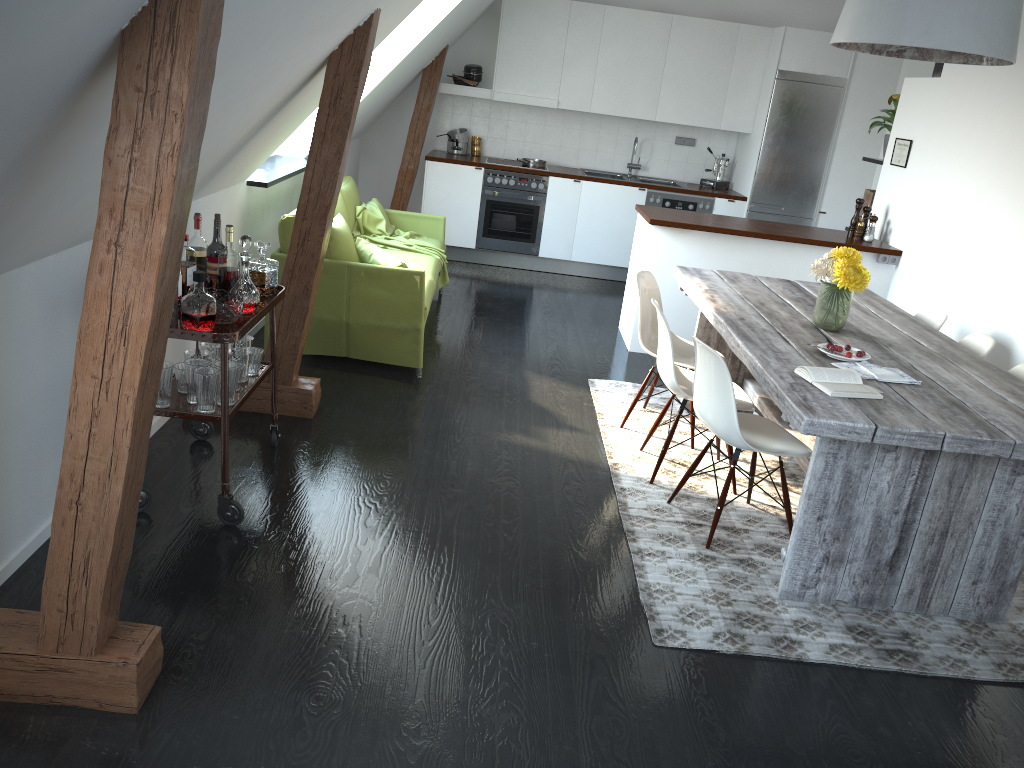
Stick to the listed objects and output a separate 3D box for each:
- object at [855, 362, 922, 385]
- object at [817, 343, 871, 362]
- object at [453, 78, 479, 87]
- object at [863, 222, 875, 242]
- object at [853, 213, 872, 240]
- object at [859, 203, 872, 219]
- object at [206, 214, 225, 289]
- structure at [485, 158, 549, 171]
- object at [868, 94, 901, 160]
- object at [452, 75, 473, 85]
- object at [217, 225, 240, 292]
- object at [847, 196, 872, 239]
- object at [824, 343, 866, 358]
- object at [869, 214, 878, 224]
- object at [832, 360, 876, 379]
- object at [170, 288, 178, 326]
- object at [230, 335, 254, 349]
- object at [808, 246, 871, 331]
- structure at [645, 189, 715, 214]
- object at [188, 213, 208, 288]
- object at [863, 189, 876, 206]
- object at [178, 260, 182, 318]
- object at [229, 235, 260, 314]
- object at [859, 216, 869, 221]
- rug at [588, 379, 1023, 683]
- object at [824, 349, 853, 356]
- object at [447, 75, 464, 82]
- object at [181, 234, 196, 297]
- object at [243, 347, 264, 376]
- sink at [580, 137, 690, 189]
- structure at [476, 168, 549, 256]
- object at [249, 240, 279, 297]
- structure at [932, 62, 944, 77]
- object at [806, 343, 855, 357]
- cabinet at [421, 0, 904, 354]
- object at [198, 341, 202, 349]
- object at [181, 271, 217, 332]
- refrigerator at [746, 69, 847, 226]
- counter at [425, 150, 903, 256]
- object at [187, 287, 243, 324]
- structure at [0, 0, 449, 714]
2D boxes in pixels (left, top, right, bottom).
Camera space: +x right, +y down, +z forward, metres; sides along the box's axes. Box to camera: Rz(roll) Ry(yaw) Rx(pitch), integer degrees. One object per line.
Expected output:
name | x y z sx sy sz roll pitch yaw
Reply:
object | 1.416 -0.041 3.338 0.182 0.016 0.179 5 19 -7
object | 1.314 -0.119 3.519 0.205 0.024 0.205 4 19 -10
object | -0.417 -2.774 8.164 0.243 0.056 0.350 3 19 -13
object | 2.432 -1.033 6.019 0.069 0.135 0.069 -2 21 -26
object | 2.386 -1.079 6.048 0.080 0.192 0.058 1 20 -17
object | 2.797 -1.270 6.613 0.287 0.101 0.329 5 19 -7
object | -1.135 -0.489 3.410 0.080 0.329 0.080 4 19 -11
structure | 0.044 -2.019 8.221 0.574 0.041 0.504 7 19 -2
object | 2.857 -1.872 6.469 0.493 0.486 0.506 13 20 16
object | -0.454 -2.777 8.107 0.065 0.065 0.332 -5 23 -33
object | -1.073 -0.450 3.359 0.081 0.307 0.081 9 19 3
object | 2.403 -1.147 6.113 0.123 0.283 0.061 7 19 -2
object | 1.329 -0.133 3.525 0.132 0.034 0.144 -3 22 -29
object | 2.464 -1.075 6.078 0.058 0.184 0.058 6 19 -6
object | 1.333 -0.055 3.350 0.182 0.014 0.185 -2 21 -27
object | -1.201 -0.287 3.033 0.052 0.182 0.135 20 23 33
object | -1.119 -0.137 3.667 0.095 0.119 0.095 -8 24 -38
object | 1.436 -0.421 3.907 0.233 0.365 0.293 -4 22 -30
structure | 1.483 -1.455 8.337 0.612 0.725 0.582 7 19 -2
object | -1.240 -0.520 3.496 0.081 0.308 0.081 4 19 -10
object | 2.813 -1.368 6.590 0.329 0.101 0.287 10 19 7
object | -1.201 -0.393 3.123 0.073 0.320 0.073 4 19 -11
object | -0.989 -0.406 3.285 0.114 0.292 0.114 -3 22 -29
object | 2.785 -1.177 6.645 0.329 0.101 0.287 10 19 7
rug | 1.395 0.511 4.156 1.898 0.022 2.677 7 19 -2
object | 1.298 -0.125 3.516 0.110 0.011 0.058 8 19 1
object | -0.486 -2.808 8.193 0.357 0.075 0.244 -4 22 -30
object | -1.229 -0.433 3.325 0.067 0.257 0.099 8 19 3
object | -1.055 -0.090 3.589 0.092 0.099 0.092 -1 21 -23
sink | 1.150 -2.032 8.292 0.963 0.519 0.671 7 19 -2
structure | -0.001 -1.655 8.361 0.583 0.725 0.749 7 19 -2
object | -1.010 -0.469 3.579 0.101 0.211 0.101 12 19 12
structure | 4.206 -1.689 0.015 10.230 3.562 15.910 9 19 3
object | 1.261 -0.134 3.508 0.194 0.022 0.019 12 19 12
cabinet | 1.356 -1.774 7.159 4.208 2.369 3.033 7 19 -2
object | -1.248 -0.151 3.659 0.095 0.119 0.095 -8 24 -38
object | -1.067 -0.281 3.022 0.087 0.206 0.087 15 20 21
refrigerator | 2.469 -1.795 7.943 0.609 1.868 0.031 7 19 -2
counter | 0.893 -1.555 7.210 3.365 0.038 3.085 7 19 -2
object | -1.068 -0.278 3.189 0.245 0.092 0.151 17 21 25
structure | -1.173 -0.212 2.304 1.023 1.963 12.350 7 19 -2
